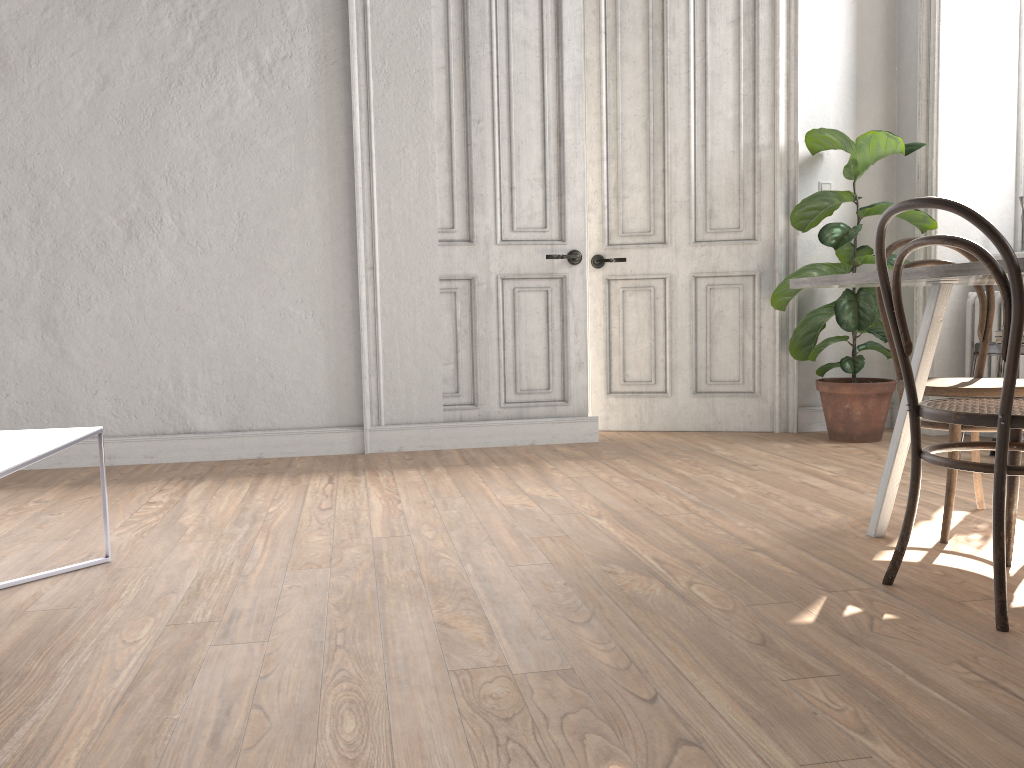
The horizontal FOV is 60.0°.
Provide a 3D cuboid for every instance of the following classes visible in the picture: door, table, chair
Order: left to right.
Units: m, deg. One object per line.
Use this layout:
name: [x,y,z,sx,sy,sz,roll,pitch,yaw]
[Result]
table: [-1.512,0.362,2.072,0.849,0.392,0.848,-2,5,-10]
door: [-0.160,-1.078,4.616,1.097,2.816,0.216,-2,5,-9]
door: [0.954,-1.131,4.985,1.097,2.816,0.216,0,5,15]
chair: [1.415,-0.019,2.771,0.438,0.921,0.549,-1,5,-2]
chair: [1.131,0.043,2.048,0.549,0.921,0.437,-3,5,-15]
chair: [2.160,0.084,3.793,0.360,0.523,0.364,-5,6,-36]
table: [1.614,0.119,1.824,1.100,0.780,2.199,-2,5,-10]

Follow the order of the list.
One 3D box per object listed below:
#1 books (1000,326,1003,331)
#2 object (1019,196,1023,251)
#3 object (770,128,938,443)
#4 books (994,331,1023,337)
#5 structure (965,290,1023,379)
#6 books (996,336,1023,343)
books: [2.195,-0.238,3.742,0.221,0.027,0.147,0,5,22]
object: [2.612,-0.811,4.533,0.095,0.289,0.095,1,5,21]
object: [1.990,-0.439,2.036,0.792,1.843,5.823,-2,4,-5]
books: [2.194,-0.215,3.745,0.162,0.029,0.232,-5,6,-39]
structure: [2.783,-1.769,1.941,0.340,4.477,5.178,-2,5,-10]
books: [2.190,-0.190,3.759,0.246,0.034,0.194,1,5,30]
